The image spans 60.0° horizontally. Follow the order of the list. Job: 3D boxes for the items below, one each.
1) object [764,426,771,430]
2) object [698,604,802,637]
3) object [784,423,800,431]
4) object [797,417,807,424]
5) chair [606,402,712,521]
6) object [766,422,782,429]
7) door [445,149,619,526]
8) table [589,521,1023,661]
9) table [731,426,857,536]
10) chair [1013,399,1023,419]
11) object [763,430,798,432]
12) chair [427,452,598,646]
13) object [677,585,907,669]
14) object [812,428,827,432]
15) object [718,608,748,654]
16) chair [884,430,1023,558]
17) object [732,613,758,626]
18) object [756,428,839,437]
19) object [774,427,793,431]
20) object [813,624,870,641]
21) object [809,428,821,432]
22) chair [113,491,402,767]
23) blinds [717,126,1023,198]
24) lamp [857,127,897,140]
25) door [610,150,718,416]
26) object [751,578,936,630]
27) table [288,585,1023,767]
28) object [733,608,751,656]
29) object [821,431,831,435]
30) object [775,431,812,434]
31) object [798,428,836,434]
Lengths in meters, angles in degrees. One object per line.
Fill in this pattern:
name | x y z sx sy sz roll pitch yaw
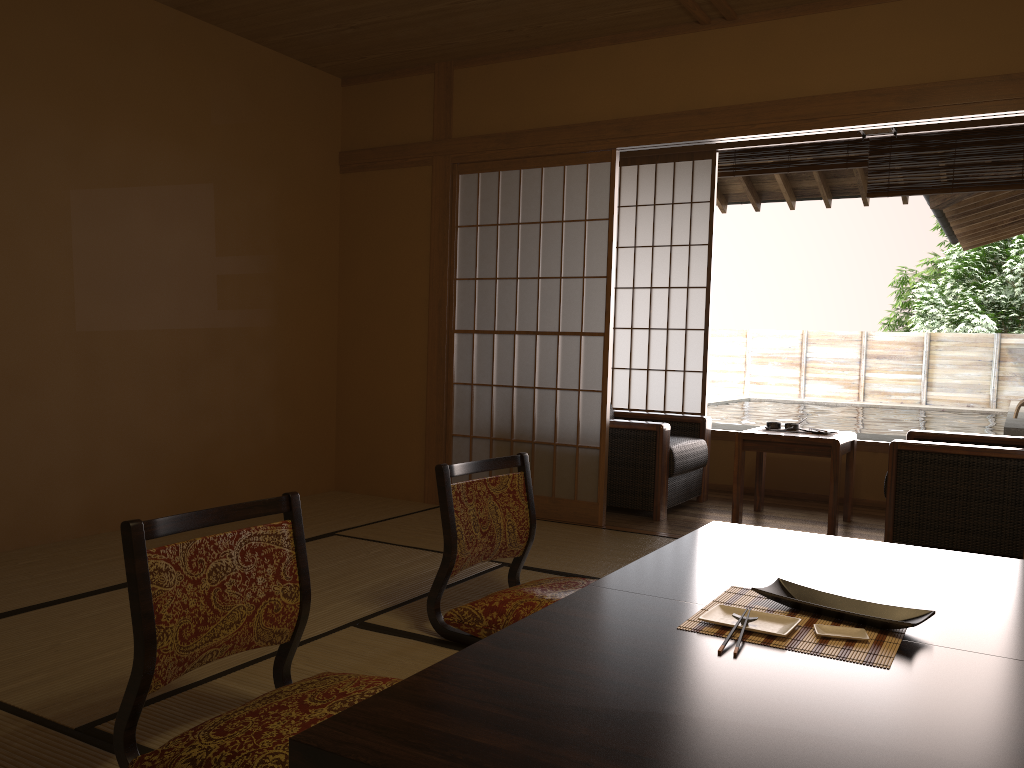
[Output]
object | 1.428 0.247 4.956 0.015 0.018 0.050 1 3 -18
object | 0.489 0.489 1.824 0.180 0.014 0.130 3 3 32
object | 1.575 0.240 4.984 0.084 0.037 0.084 3 3 22
object | 1.601 0.218 4.985 0.117 0.068 0.038 2 3 -5
chair | 0.652 0.331 5.378 0.943 0.780 0.872 3 3 30
object | 1.487 0.236 5.032 0.084 0.037 0.084 0 3 -32
door | 0.080 -0.249 4.818 0.991 1.936 0.040 4 4 30
table | 0.853 0.669 2.303 0.994 0.357 0.994 3 3 30
table | 1.567 0.514 4.905 0.540 0.501 0.540 3 3 30
chair | 4.242 -0.119 6.374 0.677 0.852 1.225 2 3 5
object | 1.491 0.259 4.856 0.230 0.007 0.006 3 3 19
chair | 0.143 0.533 2.783 0.686 0.547 0.582 4 3 34
object | 0.605 0.499 1.867 0.401 0.003 0.398 3 3 30
object | 1.676 0.249 4.858 0.006 0.007 0.230 2 2 -5
object | 0.439 0.485 1.752 0.006 0.030 0.229 3 3 27
chair | 2.382 0.424 4.390 0.943 0.780 0.872 3 3 30
object | 0.477 0.483 1.814 0.050 0.018 0.015 3 3 27
object | 1.575 0.264 4.889 0.401 0.003 0.300 3 3 30
object | 1.487 0.247 4.904 0.130 0.026 0.038 2 3 14
object | 0.656 0.500 1.770 0.099 0.013 0.067 2 2 13
object | 1.653 0.249 4.850 0.006 0.007 0.230 2 2 4
chair | -0.392 0.555 1.837 0.698 0.547 0.582 3 3 29
blinds | 2.225 -1.457 5.523 1.931 0.595 0.048 3 4 30
lamp | 1.900 -1.627 4.568 0.330 0.682 0.330 4 4 30
door | 0.918 -0.651 6.239 0.991 1.875 0.040 4 4 30
object | 0.704 0.480 1.905 0.349 0.039 0.129 4 3 43
table | 0.359 0.689 1.440 0.994 0.357 0.994 3 3 30
object | 0.455 0.486 1.747 0.006 0.030 0.229 3 3 21
object | 1.678 0.263 4.738 0.050 0.018 0.015 2 3 16
object | 1.511 0.260 4.827 0.230 0.007 0.006 3 3 25
object | 1.671 0.260 4.856 0.131 0.015 0.181 1 2 -15
